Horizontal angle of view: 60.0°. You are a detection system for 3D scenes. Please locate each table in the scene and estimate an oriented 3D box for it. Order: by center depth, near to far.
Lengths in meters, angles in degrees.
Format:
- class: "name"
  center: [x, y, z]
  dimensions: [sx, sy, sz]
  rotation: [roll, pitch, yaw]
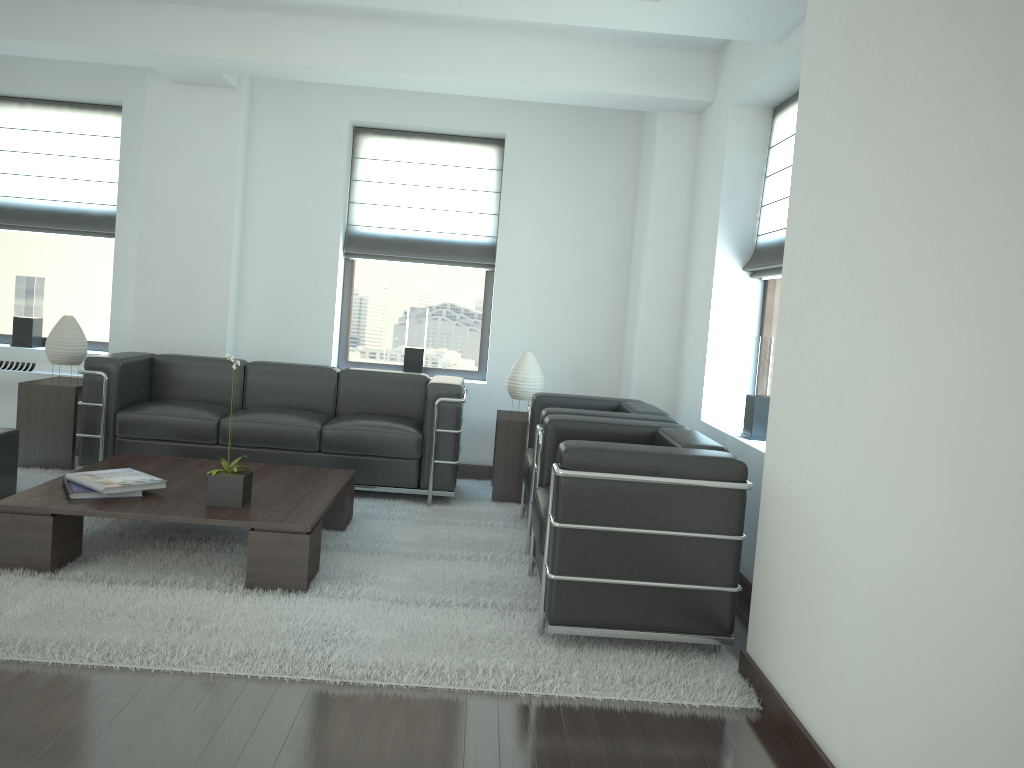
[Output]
- class: "table"
  center: [-2.249, 0.940, 6.389]
  dimensions: [1.936, 0.440, 1.925]
  rotation: [4, 5, -2]
- class: "table"
  center: [-4.375, 0.394, 8.665]
  dimensions: [0.526, 0.843, 0.787]
  rotation: [4, 4, -2]
- class: "table"
  center: [0.086, 0.739, 8.816]
  dimensions: [0.526, 0.843, 0.787]
  rotation: [4, 4, -2]

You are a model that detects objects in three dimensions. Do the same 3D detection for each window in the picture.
- class: "window"
  center: [2.307, -0.913, 6.633]
  dimensions: [0.146, 2.727, 2.136]
  rotation: [4, 4, -2]
- class: "window"
  center: [-5.126, -1.779, 9.966]
  dimensions: [1.700, 2.728, 0.146]
  rotation: [4, 3, -2]
- class: "window"
  center: [-1.035, -1.463, 10.105]
  dimensions: [1.700, 2.728, 0.146]
  rotation: [4, 3, -2]

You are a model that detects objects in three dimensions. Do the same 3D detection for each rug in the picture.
- class: "rug"
  center: [-1.924, 1.120, 6.832]
  dimensions: [6.251, 0.110, 5.179]
  rotation: [4, 5, -2]

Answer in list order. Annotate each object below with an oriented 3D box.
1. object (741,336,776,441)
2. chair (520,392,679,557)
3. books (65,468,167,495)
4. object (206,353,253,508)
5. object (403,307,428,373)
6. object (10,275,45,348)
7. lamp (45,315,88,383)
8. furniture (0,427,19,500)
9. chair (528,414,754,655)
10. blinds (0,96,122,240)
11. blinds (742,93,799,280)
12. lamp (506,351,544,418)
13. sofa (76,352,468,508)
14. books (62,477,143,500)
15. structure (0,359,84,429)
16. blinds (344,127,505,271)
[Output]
- class: "object"
  center: [1.918, 0.032, 6.711]
  dimensions: [0.238, 0.775, 0.244]
  rotation: [4, 3, -2]
- class: "chair"
  center: [0.653, 0.737, 7.274]
  dimensions: [1.123, 1.168, 1.649]
  rotation: [4, 4, -2]
- class: "books"
  center: [-2.665, 0.651, 5.970]
  dimensions: [0.519, 0.045, 0.446]
  rotation: [8, 6, 39]
- class: "object"
  center: [-1.851, 0.295, 5.876]
  dimensions: [0.252, 0.990, 0.336]
  rotation: [4, 3, -2]
- class: "object"
  center: [-1.078, -0.469, 9.918]
  dimensions: [0.238, 0.775, 0.244]
  rotation: [4, 3, -2]
- class: "object"
  center: [-5.330, -0.797, 9.773]
  dimensions: [0.238, 0.775, 0.244]
  rotation: [4, 3, -2]
- class: "lamp"
  center: [-4.306, -0.342, 8.568]
  dimensions: [0.374, 0.654, 0.375]
  rotation: [5, 3, 2]
- class: "furniture"
  center: [-4.299, 0.649, 6.923]
  dimensions: [0.588, 0.578, 0.604]
  rotation: [4, 4, -2]
- class: "chair"
  center: [0.696, 0.877, 5.592]
  dimensions: [1.123, 1.168, 1.649]
  rotation: [4, 4, -2]
- class: "blinds"
  center: [-5.063, -2.389, 9.776]
  dimensions: [1.686, 1.474, 0.222]
  rotation: [4, 3, -2]
- class: "blinds"
  center: [2.189, -1.550, 6.594]
  dimensions: [0.222, 1.474, 2.127]
  rotation: [4, 4, -2]
- class: "lamp"
  center: [0.131, 0.001, 8.719]
  dimensions: [0.375, 0.654, 0.375]
  rotation: [6, 4, 27]
- class: "sofa"
  center: [-2.200, 0.409, 8.498]
  dimensions: [3.476, 1.168, 1.125]
  rotation: [4, 4, -2]
- class: "books"
  center: [-2.758, 0.689, 5.965]
  dimensions: [0.446, 0.045, 0.519]
  rotation: [2, 5, -31]
- class: "structure"
  center: [-5.329, 0.120, 9.499]
  dimensions: [1.461, 0.725, 0.194]
  rotation: [4, 3, -2]
- class: "blinds"
  center: [-0.974, -2.073, 9.915]
  dimensions: [1.686, 1.474, 0.222]
  rotation: [4, 3, -2]
